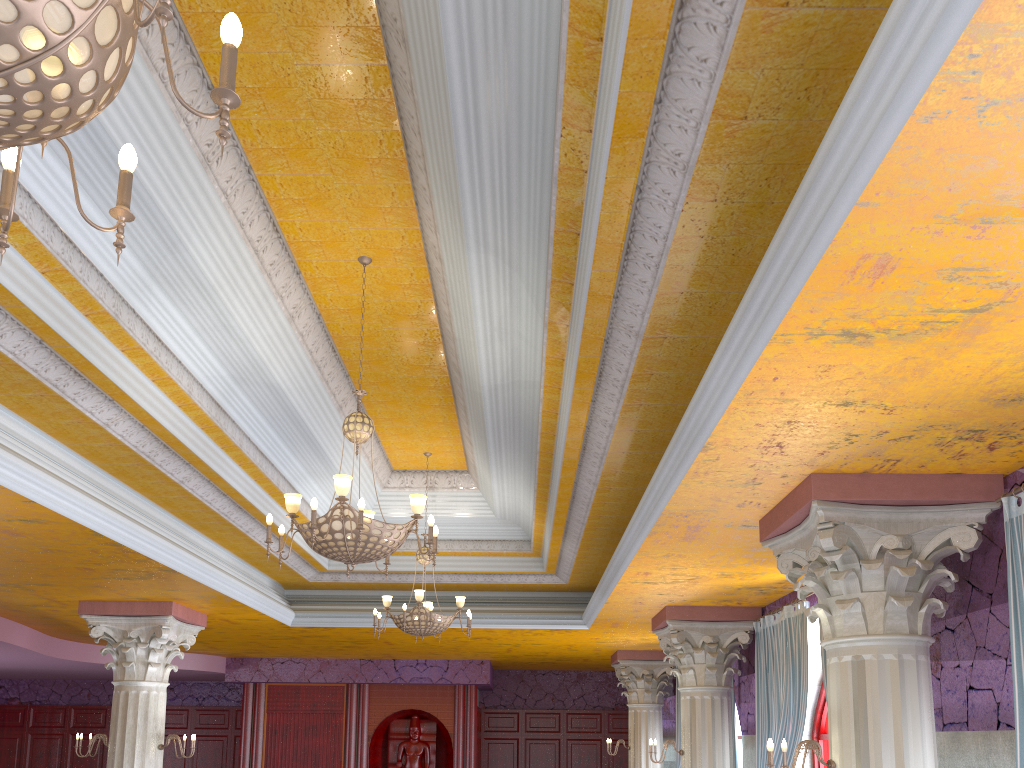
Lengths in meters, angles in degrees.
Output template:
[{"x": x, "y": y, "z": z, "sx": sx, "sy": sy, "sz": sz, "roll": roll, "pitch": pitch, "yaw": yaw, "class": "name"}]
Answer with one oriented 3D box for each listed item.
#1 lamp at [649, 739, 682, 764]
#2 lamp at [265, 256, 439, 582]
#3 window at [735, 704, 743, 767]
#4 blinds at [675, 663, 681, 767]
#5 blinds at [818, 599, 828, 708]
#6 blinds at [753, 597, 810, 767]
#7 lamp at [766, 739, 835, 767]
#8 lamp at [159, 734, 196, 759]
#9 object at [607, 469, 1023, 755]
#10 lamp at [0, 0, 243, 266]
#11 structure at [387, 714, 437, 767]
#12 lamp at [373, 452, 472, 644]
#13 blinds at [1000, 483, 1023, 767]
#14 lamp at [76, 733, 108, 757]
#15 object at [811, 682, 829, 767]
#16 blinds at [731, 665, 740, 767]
[{"x": 1.734, "y": 4.177, "z": 9.745, "sx": 0.382, "sy": 0.260, "sz": 0.361, "roll": 4, "pitch": -18, "yaw": -11, "class": "lamp"}, {"x": -0.999, "y": 0.156, "z": 5.587, "sx": 0.984, "sy": 2.072, "sz": 0.983, "roll": 11, "pitch": -16, "yaw": -43, "class": "lamp"}, {"x": 3.302, "y": 5.136, "z": 12.064, "sx": 0.160, "sy": 2.407, "sz": 3.803, "roll": 0, "pitch": -18, "yaw": 1, "class": "window"}, {"x": 2.668, "y": 5.832, "z": 12.979, "sx": 0.244, "sy": 3.350, "sz": 1.796, "roll": 0, "pitch": -12, "yaw": 2, "class": "blinds"}, {"x": 2.606, "y": 3.081, "z": 6.340, "sx": 0.244, "sy": 3.350, "sz": 1.796, "roll": 1, "pitch": -12, "yaw": 0, "class": "blinds"}, {"x": 2.624, "y": 3.905, "z": 8.329, "sx": 0.244, "sy": 3.350, "sz": 1.796, "roll": 0, "pitch": -12, "yaw": 2, "class": "blinds"}, {"x": 1.690, "y": 2.237, "z": 5.065, "sx": 0.382, "sy": 0.260, "sz": 0.361, "roll": 4, "pitch": -18, "yaw": -11, "class": "lamp"}, {"x": -3.813, "y": 4.122, "z": 9.748, "sx": 0.382, "sy": 0.260, "sz": 0.361, "roll": 4, "pitch": -18, "yaw": -11, "class": "lamp"}, {"x": 2.537, "y": 2.307, "z": 4.646, "sx": 2.093, "sy": 3.400, "sz": 31.143, "roll": 0, "pitch": -22, "yaw": 1, "class": "object"}, {"x": -1.036, "y": -1.485, "z": 1.626, "sx": 0.984, "sy": 2.072, "sz": 0.983, "roll": 11, "pitch": -16, "yaw": -43, "class": "lamp"}, {"x": -1.966, "y": 7.243, "z": 16.402, "sx": 0.964, "sy": 1.759, "sz": 0.673, "roll": 0, "pitch": -10, "yaw": 1, "class": "structure"}, {"x": -0.962, "y": 1.771, "z": 9.484, "sx": 0.984, "sy": 2.072, "sz": 0.983, "roll": 11, "pitch": -16, "yaw": -43, "class": "lamp"}, {"x": 2.579, "y": 1.933, "z": 3.571, "sx": 0.244, "sy": 3.350, "sz": 1.796, "roll": 0, "pitch": -12, "yaw": 2, "class": "blinds"}, {"x": -4.768, "y": 4.140, "z": 9.815, "sx": 0.382, "sy": 0.260, "sz": 0.361, "roll": 4, "pitch": -18, "yaw": -11, "class": "lamp"}, {"x": 3.258, "y": 3.184, "z": 7.355, "sx": 0.160, "sy": 2.407, "sz": 3.803, "roll": 0, "pitch": -18, "yaw": 1, "class": "object"}, {"x": 2.649, "y": 5.008, "z": 10.991, "sx": 0.244, "sy": 3.350, "sz": 1.796, "roll": 1, "pitch": -12, "yaw": 0, "class": "blinds"}]
